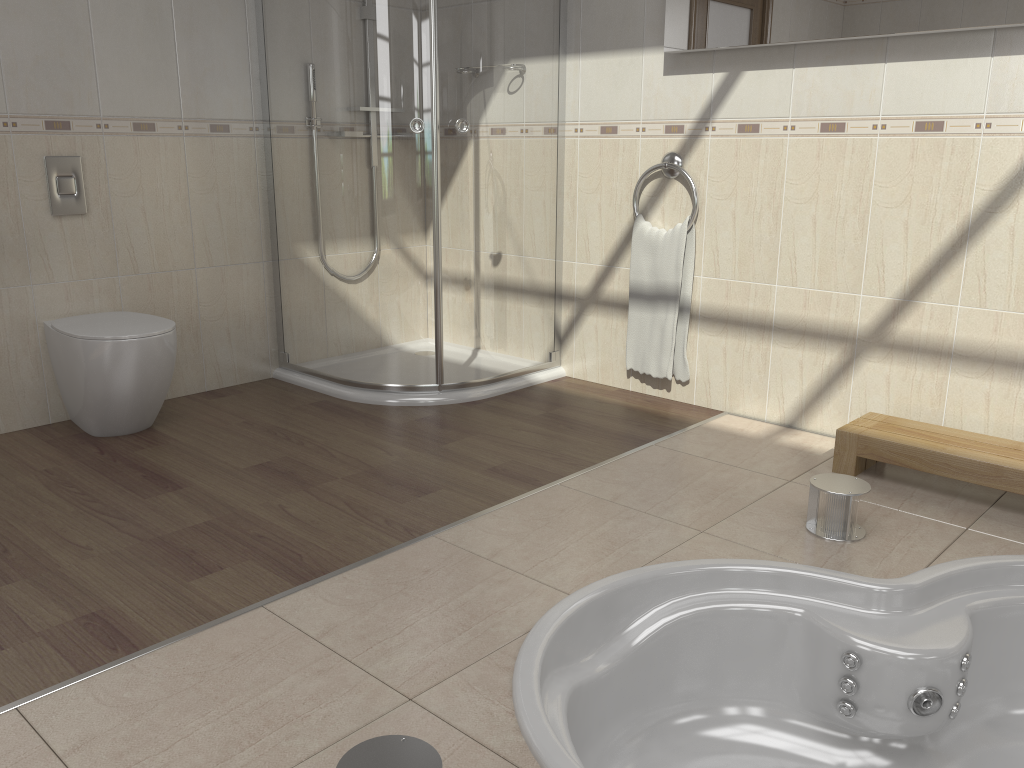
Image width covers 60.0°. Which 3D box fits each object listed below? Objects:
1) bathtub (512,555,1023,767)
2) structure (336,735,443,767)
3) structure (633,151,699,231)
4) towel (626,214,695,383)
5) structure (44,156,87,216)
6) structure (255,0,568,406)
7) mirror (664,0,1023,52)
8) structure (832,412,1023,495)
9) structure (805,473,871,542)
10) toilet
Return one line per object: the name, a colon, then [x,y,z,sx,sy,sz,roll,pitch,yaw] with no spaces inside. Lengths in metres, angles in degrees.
bathtub: [0.886,0.965,1.392,1.754,0.674,1.751,0,15,-2]
structure: [-0.172,0.601,1.256,0.150,0.131,0.150,2,15,8]
structure: [0.583,-0.706,3.341,0.291,0.332,0.051,14,20,41]
towel: [0.572,-0.331,3.419,0.280,0.635,0.083,14,20,42]
structure: [-1.552,-0.690,3.085,0.010,0.200,0.120,14,20,41]
structure: [-0.396,-0.956,3.619,0.900,1.917,0.900,14,20,41]
mirror: [1.861,-1.155,1.911,3.600,0.600,0.005,14,20,41]
structure: [1.550,0.297,2.406,1.280,0.140,0.260,14,20,41]
structure: [0.851,0.321,2.317,0.150,0.131,0.150,10,18,31]
toilet: [-1.370,-0.023,3.084,0.519,0.388,0.337,14,20,41]
